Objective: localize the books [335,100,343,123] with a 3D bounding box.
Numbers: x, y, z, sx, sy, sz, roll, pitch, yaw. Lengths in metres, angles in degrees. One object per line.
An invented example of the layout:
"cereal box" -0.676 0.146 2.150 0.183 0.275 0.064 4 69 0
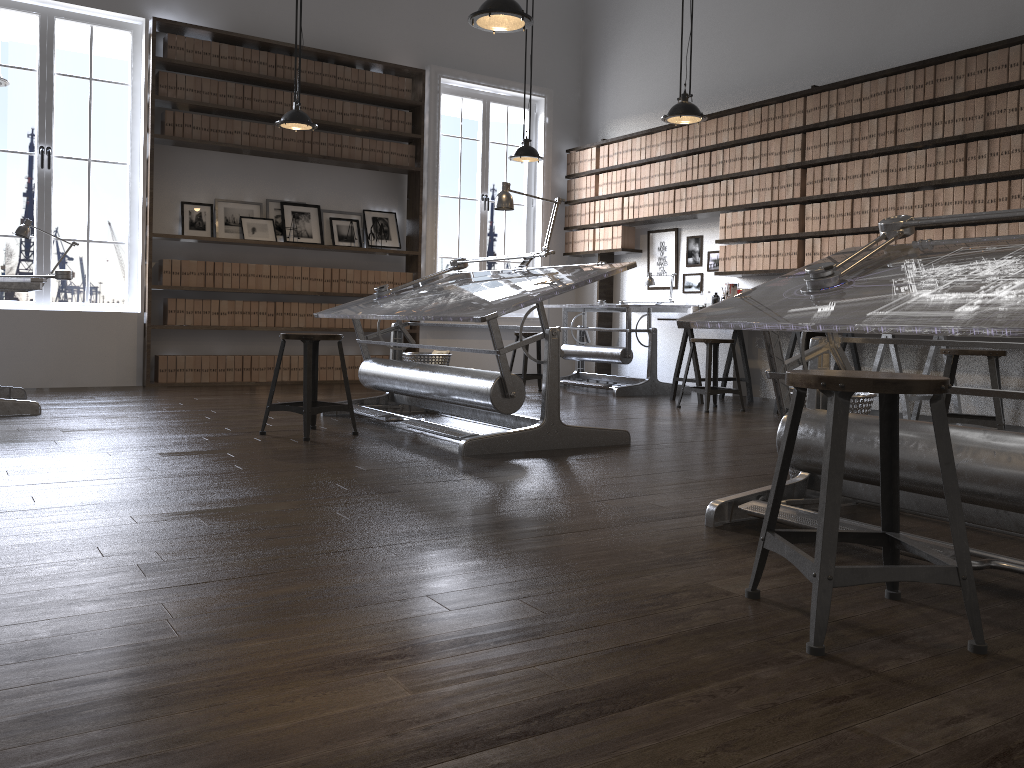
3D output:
"books" -1.630 -2.493 8.188 0.067 0.225 0.175 1 2 -33

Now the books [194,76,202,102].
"books" -2.687 -2.471 7.509 0.066 0.225 0.175 1 2 -33

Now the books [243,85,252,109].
"books" -2.331 -2.478 7.735 0.067 0.225 0.175 1 2 -33

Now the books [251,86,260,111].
"books" -2.272 -2.480 7.780 0.066 0.225 0.175 1 2 -33

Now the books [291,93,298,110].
"books" -1.976 -2.486 7.964 0.067 0.225 0.175 1 2 -33

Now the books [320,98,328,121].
"books" -1.751 -2.491 8.117 0.066 0.225 0.175 1 2 -33

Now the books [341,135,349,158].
"books" -1.581 -2.183 8.229 0.067 0.225 0.175 1 2 -33

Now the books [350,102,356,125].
"books" -1.518 -2.496 8.264 0.066 0.225 0.175 1 2 -33

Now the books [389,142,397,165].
"books" -1.174 -2.191 8.491 0.066 0.225 0.175 1 2 -33

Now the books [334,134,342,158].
"books" -1.641 -2.182 8.197 0.066 0.225 0.175 1 2 -33

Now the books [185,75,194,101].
"books" -2.739 -2.470 7.474 0.066 0.225 0.175 1 2 -33

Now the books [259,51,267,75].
"books" -2.215 -2.799 7.800 0.066 0.225 0.175 1 2 -33

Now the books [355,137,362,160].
"books" -1.474 -2.185 8.302 0.066 0.225 0.175 1 2 -33

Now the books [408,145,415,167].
"books" -1.009 -2.195 8.604 0.066 0.225 0.175 1 2 -33

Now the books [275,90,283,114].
"books" -2.099 -2.483 7.883 0.066 0.225 0.175 1 2 -33

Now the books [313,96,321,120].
"books" -1.806 -2.489 8.073 0.067 0.225 0.175 1 2 -33

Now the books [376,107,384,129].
"books" -1.285 -2.500 8.411 0.066 0.225 0.175 1 2 -33

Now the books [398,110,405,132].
"books" -1.103 -2.505 8.535 0.066 0.225 0.175 1 2 -33

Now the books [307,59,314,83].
"books" -1.858 -2.807 8.036 0.066 0.225 0.175 1 2 -33

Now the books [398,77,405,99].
"books" -1.099 -2.823 8.525 0.066 0.225 0.175 1 2 -33

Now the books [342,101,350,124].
"books" -1.570 -2.495 8.228 0.066 0.225 0.175 1 2 -33

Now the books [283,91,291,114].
"books" -2.040 -2.485 7.925 0.066 0.225 0.175 1 2 -33

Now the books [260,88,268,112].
"books" -2.215 -2.481 7.813 0.066 0.225 0.175 1 2 -33

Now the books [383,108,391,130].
"books" -1.228 -2.502 8.454 0.066 0.225 0.175 1 2 -33

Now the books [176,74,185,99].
"books" -2.799 -2.469 7.433 0.067 0.225 0.175 1 2 -33

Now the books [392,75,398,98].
"books" -1.159 -2.821 8.486 0.066 0.225 0.175 1 2 -33

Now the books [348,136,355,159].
"books" -1.527 -2.184 8.269 0.066 0.225 0.175 1 2 -33

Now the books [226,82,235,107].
"books" -2.454 -2.476 7.657 0.066 0.225 0.175 1 2 -33

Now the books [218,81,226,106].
"books" -2.516 -2.475 7.622 0.066 0.225 0.175 1 2 -33

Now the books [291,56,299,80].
"books" -1.974 -2.804 7.953 0.066 0.225 0.175 1 2 -33

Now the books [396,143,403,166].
"books" -1.118 -2.192 8.527 0.067 0.225 0.175 1 2 -33

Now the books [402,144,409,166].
"books" -1.067 -2.194 8.565 0.066 0.225 0.175 1 2 -33

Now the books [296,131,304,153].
"books" -1.945 -2.176 8.002 0.066 0.225 0.175 1 2 -33

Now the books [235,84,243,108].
"books" -2.397 -2.478 7.699 0.066 0.225 0.175 1 2 -33

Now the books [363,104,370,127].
"books" -1.406 -2.498 8.338 0.066 0.225 0.175 1 2 -33

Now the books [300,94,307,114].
"books" -1.916 -2.487 8.005 0.066 0.225 0.175 1 2 -33

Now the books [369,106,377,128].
"books" -1.347 -2.499 8.376 0.066 0.225 0.175 1 2 -33

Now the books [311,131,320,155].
"books" -1.820 -2.178 8.082 0.066 0.225 0.175 1 2 -33

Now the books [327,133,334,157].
"books" -1.700 -2.181 8.159 0.066 0.225 0.175 1 2 -33

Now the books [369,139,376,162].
"books" -1.355 -2.188 8.381 0.066 0.225 0.175 1 2 -33

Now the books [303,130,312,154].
"books" -1.880 -2.177 8.037 0.067 0.225 0.175 1 2 -33

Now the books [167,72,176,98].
"books" -2.860 -2.468 7.398 0.066 0.225 0.175 1 2 -33

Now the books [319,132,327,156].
"books" -1.758 -2.179 8.117 0.066 0.225 0.175 1 2 -33

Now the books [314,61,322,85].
"books" -1.799 -2.808 8.073 0.066 0.225 0.175 1 2 -33

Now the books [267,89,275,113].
"books" -2.160 -2.482 7.844 0.067 0.225 0.175 1 2 -33

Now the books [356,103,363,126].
"books" -1.460 -2.497 8.296 0.067 0.225 0.175 1 2 -33

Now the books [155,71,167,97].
"books" -2.920 -2.467 7.362 0.066 0.225 0.175 1 2 -33

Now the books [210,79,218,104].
"books" -2.575 -2.474 7.583 0.066 0.225 0.175 1 2 -33

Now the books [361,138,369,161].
"books" -1.412 -2.187 8.340 0.067 0.225 0.175 1 2 -33

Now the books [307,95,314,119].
"books" -1.865 -2.489 8.041 0.066 0.225 0.175 1 2 -33

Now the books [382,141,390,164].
"books" -1.236 -2.190 8.455 0.066 0.225 0.175 1 2 -33

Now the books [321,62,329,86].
"books" -1.735 -2.809 8.112 0.066 0.225 0.175 1 2 -33

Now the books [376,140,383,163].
"books" -1.297 -2.189 8.420 0.066 0.225 0.175 1 2 -33

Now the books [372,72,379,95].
"books" -1.323 -2.818 8.377 0.066 0.225 0.175 1 2 -33

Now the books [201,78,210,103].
"books" -2.629 -2.472 7.542 0.067 0.225 0.175 1 2 -33

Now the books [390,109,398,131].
"books" -1.162 -2.503 8.490 0.067 0.225 0.175 1 2 -33

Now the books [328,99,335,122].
"books" -1.691 -2.492 8.153 0.066 0.225 0.175 1 2 -33

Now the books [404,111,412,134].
"books" -1.038 -2.506 8.574 0.066 0.225 0.175 1 2 -33

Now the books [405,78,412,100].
"books" -1.037 -2.824 8.560 0.066 0.225 0.175 1 2 -33
